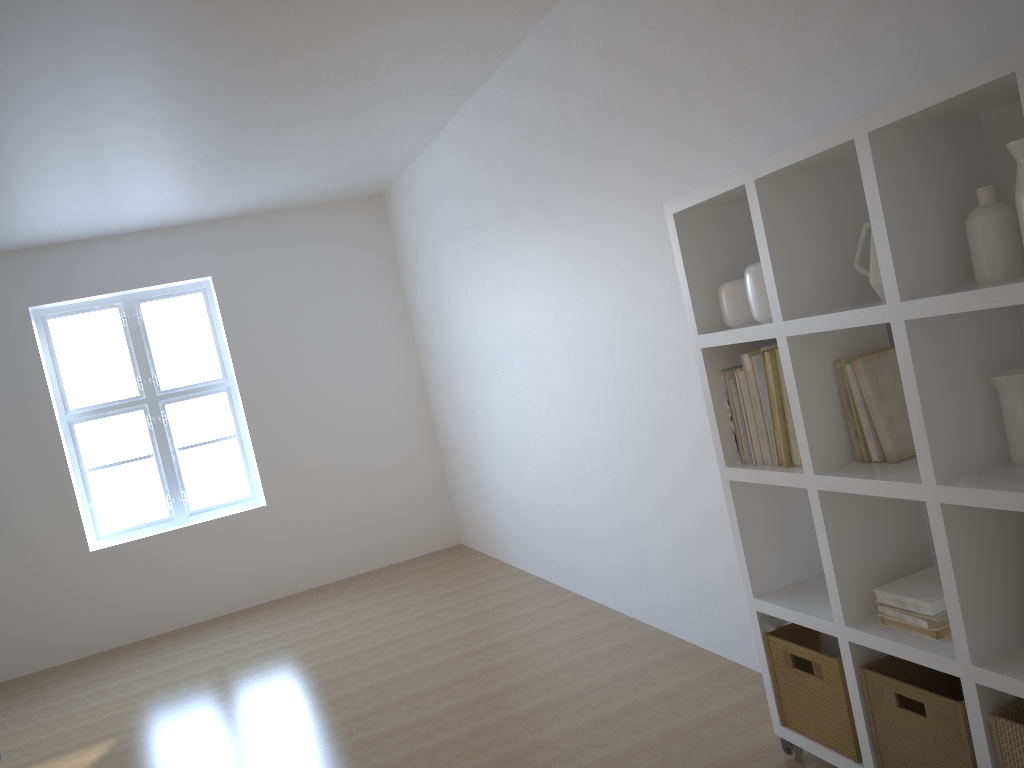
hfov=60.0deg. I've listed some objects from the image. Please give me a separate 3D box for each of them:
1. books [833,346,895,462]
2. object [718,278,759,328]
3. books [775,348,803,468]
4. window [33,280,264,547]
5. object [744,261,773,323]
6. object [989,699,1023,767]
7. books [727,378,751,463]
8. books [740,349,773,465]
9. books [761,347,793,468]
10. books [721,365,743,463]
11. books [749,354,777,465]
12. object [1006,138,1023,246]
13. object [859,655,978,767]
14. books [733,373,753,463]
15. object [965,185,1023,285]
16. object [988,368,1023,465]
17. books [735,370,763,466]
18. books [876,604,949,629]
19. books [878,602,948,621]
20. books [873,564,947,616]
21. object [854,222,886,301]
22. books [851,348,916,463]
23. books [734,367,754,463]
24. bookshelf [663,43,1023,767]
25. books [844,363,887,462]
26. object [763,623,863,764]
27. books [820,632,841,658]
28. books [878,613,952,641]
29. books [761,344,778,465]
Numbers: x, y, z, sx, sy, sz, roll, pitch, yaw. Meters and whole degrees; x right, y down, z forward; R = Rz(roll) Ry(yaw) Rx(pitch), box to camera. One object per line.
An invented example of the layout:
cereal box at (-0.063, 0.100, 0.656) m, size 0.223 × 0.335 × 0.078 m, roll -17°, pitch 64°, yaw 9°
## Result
books at (0.966, 0.052, 2.352) m, size 0.186 × 0.277 × 0.052 m, roll -14°, pitch 3°, yaw -20°
object at (0.688, -0.243, 2.627) m, size 0.141 × 0.138 × 0.141 m, roll -13°, pitch 3°, yaw -18°
books at (0.871, 0.040, 2.472) m, size 0.252 × 0.334 × 0.059 m, roll -14°, pitch 3°, yaw -20°
window at (-2.617, 0.194, 6.461) m, size 1.199 × 1.711 × 0.077 m, roll -14°, pitch 3°, yaw -20°
object at (0.796, -0.278, 2.483) m, size 0.286 × 0.170 × 0.174 m, roll -13°, pitch 3°, yaw -13°
object at (1.287, 0.832, 1.869) m, size 0.323 × 0.298 × 0.323 m, roll -14°, pitch 3°, yaw -21°
books at (0.788, 0.086, 2.700) m, size 0.252 × 0.257 × 0.019 m, roll -14°, pitch 3°, yaw -20°
books at (0.819, 0.047, 2.610) m, size 0.252 × 0.333 × 0.036 m, roll -14°, pitch 3°, yaw -20°
books at (0.840, 0.045, 2.504) m, size 0.252 × 0.334 × 0.065 m, roll -14°, pitch 3°, yaw -20°
books at (0.780, 0.071, 2.721) m, size 0.252 × 0.288 × 0.020 m, roll -14°, pitch 3°, yaw -20°
books at (0.830, 0.050, 2.584) m, size 0.252 × 0.320 × 0.020 m, roll -14°, pitch 3°, yaw -20°
object at (1.028, -0.346, 1.711) m, size 0.095 × 0.262 × 0.094 m, roll -11°, pitch 3°, yaw 19°
object at (1.147, 0.848, 2.241) m, size 0.323 × 0.298 × 0.323 m, roll -14°, pitch 3°, yaw -21°
books at (0.806, 0.074, 2.685) m, size 0.252 × 0.275 × 0.022 m, roll -14°, pitch 3°, yaw -20°
object at (1.023, -0.318, 1.884) m, size 0.100 × 0.203 × 0.099 m, roll -12°, pitch 3°, yaw 19°
object at (1.122, 0.073, 1.950) m, size 0.099 × 0.203 × 0.099 m, roll -10°, pitch 4°, yaw 41°
books at (0.798, 0.074, 2.630) m, size 0.252 × 0.281 × 0.020 m, roll -14°, pitch 3°, yaw -20°
books at (1.092, 0.553, 2.249) m, size 0.256 × 0.020 × 0.187 m, roll -13°, pitch 3°, yaw -15°
books at (1.093, 0.537, 2.247) m, size 0.248 × 0.013 × 0.189 m, roll -13°, pitch 3°, yaw -21°
books at (1.084, 0.515, 2.247) m, size 0.256 × 0.032 × 0.187 m, roll -13°, pitch 3°, yaw -21°
object at (0.927, -0.334, 2.196) m, size 0.166 × 0.251 × 0.165 m, roll -11°, pitch 3°, yaw 24°
books at (1.000, 0.047, 2.283) m, size 0.186 × 0.276 × 0.089 m, roll -14°, pitch 3°, yaw -21°
books at (0.806, 0.068, 2.659) m, size 0.252 × 0.288 × 0.027 m, roll -14°, pitch 3°, yaw -20°
bookshelf at (1.012, 0.254, 2.206) m, size 0.330 × 1.758 × 1.240 m, roll -14°, pitch 3°, yaw -21°
books at (0.984, 0.055, 2.317) m, size 0.186 × 0.266 × 0.061 m, roll -14°, pitch 3°, yaw -20°
object at (1.004, 0.865, 2.621) m, size 0.323 × 0.298 × 0.323 m, roll -14°, pitch 3°, yaw -21°
books at (1.012, 0.864, 2.655) m, size 0.048 × 0.277 × 0.223 m, roll -14°, pitch 3°, yaw -21°
books at (1.098, 0.577, 2.251) m, size 0.256 × 0.028 × 0.187 m, roll -13°, pitch 3°, yaw -21°
books at (0.844, 0.038, 2.540) m, size 0.252 × 0.341 × 0.055 m, roll -14°, pitch 3°, yaw -20°
